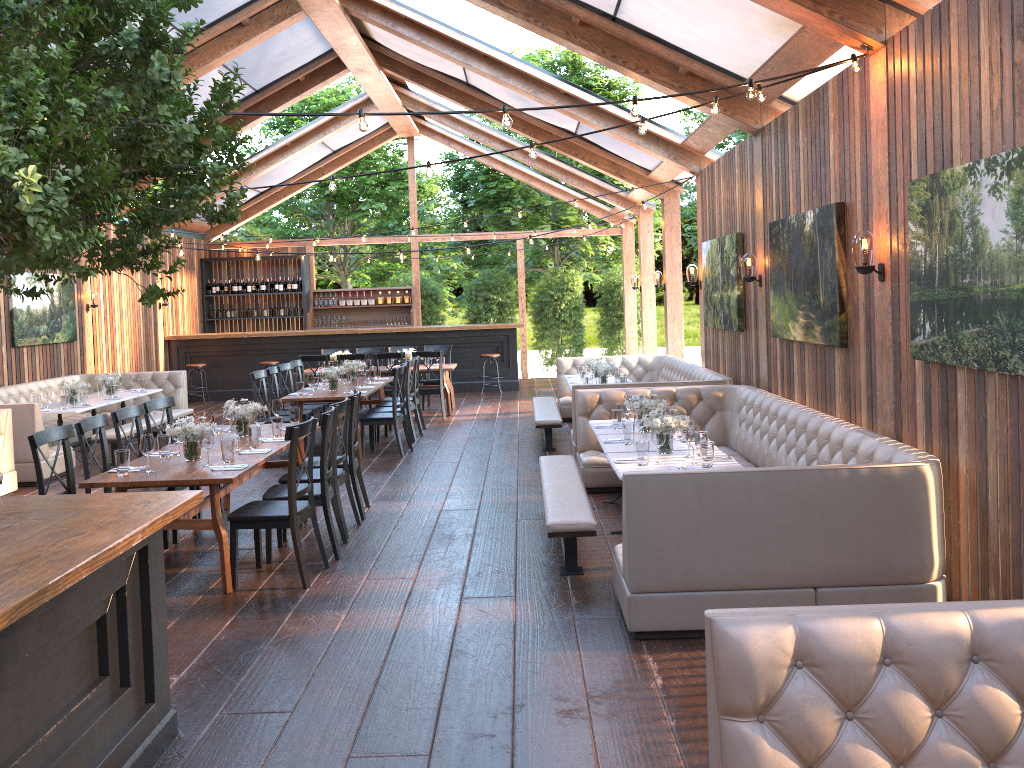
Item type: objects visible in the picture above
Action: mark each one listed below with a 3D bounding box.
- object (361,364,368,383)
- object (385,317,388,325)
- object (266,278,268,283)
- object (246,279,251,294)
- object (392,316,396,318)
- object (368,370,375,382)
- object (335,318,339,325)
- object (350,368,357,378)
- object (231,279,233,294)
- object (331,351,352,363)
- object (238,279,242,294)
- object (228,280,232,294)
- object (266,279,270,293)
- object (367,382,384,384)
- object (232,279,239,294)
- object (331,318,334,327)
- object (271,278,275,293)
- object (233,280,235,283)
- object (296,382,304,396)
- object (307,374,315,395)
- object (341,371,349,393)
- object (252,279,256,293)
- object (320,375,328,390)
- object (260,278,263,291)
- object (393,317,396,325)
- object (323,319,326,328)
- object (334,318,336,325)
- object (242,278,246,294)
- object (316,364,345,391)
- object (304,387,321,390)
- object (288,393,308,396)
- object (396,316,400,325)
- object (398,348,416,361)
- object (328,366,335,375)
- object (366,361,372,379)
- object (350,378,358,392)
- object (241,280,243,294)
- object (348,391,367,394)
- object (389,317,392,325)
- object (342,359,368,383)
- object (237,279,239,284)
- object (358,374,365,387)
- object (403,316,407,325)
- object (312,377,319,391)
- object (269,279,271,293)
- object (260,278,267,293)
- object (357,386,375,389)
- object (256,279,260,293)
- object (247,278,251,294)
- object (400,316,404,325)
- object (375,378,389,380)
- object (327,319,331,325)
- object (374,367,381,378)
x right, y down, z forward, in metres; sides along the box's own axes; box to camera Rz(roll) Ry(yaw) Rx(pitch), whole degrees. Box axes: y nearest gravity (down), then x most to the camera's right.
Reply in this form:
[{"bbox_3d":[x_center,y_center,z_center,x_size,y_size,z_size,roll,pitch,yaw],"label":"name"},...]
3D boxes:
[{"bbox_3d":[-1.912,-0.132,11.462,0.092,0.244,0.092,0,3,43],"label":"object"},{"bbox_3d":[-2.656,-1.335,18.777,0.073,0.180,0.073,-3,3,-25],"label":"object"},{"bbox_3d":[-5.245,-2.109,18.953,0.081,0.323,0.081,-3,2,-21],"label":"object"},{"bbox_3d":[-5.646,-2.085,18.901,0.136,0.315,0.136,-4,3,-37],"label":"object"},{"bbox_3d":[-2.513,-1.349,18.868,0.073,0.180,0.073,-3,3,-25],"label":"object"},{"bbox_3d":[-1.822,-0.099,11.527,0.092,0.158,0.092,-1,3,27],"label":"object"},{"bbox_3d":[-3.721,-1.302,18.803,0.070,0.185,0.070,-2,2,5],"label":"object"},{"bbox_3d":[-1.956,-0.078,10.938,0.092,0.244,0.092,0,3,43],"label":"object"},{"bbox_3d":[-5.995,-2.085,18.924,0.087,0.334,0.087,-3,2,-19],"label":"object"},{"bbox_3d":[-2.689,-0.382,13.971,0.337,0.309,0.329,-5,5,-34],"label":"object"},{"bbox_3d":[-5.775,-2.068,18.807,0.077,0.306,0.077,-1,2,17],"label":"object"},{"bbox_3d":[-5.993,-2.055,18.781,0.075,0.302,0.075,-1,2,17],"label":"object"},{"bbox_3d":[-5.176,-2.085,18.793,0.075,0.302,0.075,-3,2,-16],"label":"object"},{"bbox_3d":[-1.773,-0.016,11.370,0.255,0.019,0.158,-2,6,1],"label":"object"},{"bbox_3d":[-5.888,-2.071,18.844,0.136,0.315,0.136,-4,3,-37],"label":"object"},{"bbox_3d":[-3.817,-1.298,18.790,0.070,0.185,0.070,-2,2,5],"label":"object"},{"bbox_3d":[-5.083,-2.099,18.791,0.081,0.323,0.081,-3,2,-21],"label":"object"},{"bbox_3d":[-5.964,-2.081,19.009,0.077,0.306,0.077,-1,2,17],"label":"object"},{"bbox_3d":[-2.421,0.058,10.128,0.092,0.158,0.092,0,3,37],"label":"object"},{"bbox_3d":[-2.320,0.004,10.209,0.092,0.244,0.092,-4,3,-41],"label":"object"},{"bbox_3d":[-1.950,-0.021,10.333,0.092,0.244,0.092,-4,3,-41],"label":"object"},{"bbox_3d":[-5.490,-2.082,18.821,0.078,0.311,0.078,-2,2,-4],"label":"object"},{"bbox_3d":[-2.293,-0.054,10.798,0.092,0.244,0.092,0,3,43],"label":"object"},{"bbox_3d":[-5.343,-2.109,18.941,0.087,0.334,0.087,-3,2,-19],"label":"object"},{"bbox_3d":[-2.493,-1.341,18.775,0.073,0.180,0.073,-3,3,-25],"label":"object"},{"bbox_3d":[-3.983,-1.293,18.801,0.070,0.185,0.070,-2,2,5],"label":"object"},{"bbox_3d":[-3.756,-1.309,18.887,0.070,0.185,0.070,-2,2,5],"label":"object"},{"bbox_3d":[-5.685,-2.077,18.779,0.081,0.323,0.081,-3,2,-21],"label":"object"},{"bbox_3d":[-2.159,-0.076,10.631,0.329,0.309,0.337,1,5,35],"label":"object"},{"bbox_3d":[-2.440,0.055,10.885,0.255,0.019,0.158,-2,6,1],"label":"object"},{"bbox_3d":[-2.466,0.114,10.290,0.255,0.019,0.158,-2,6,1],"label":"object"},{"bbox_3d":[-2.412,-1.343,18.774,0.073,0.180,0.073,-3,3,-25],"label":"object"},{"bbox_3d":[-1.637,-0.416,13.940,0.336,0.309,0.330,1,5,33],"label":"object"},{"bbox_3d":[-2.305,-0.104,11.312,0.092,0.244,0.092,0,3,43],"label":"object"},{"bbox_3d":[-1.948,-0.188,12.046,0.092,0.244,0.092,0,3,43],"label":"object"},{"bbox_3d":[-1.860,0.011,10.416,0.092,0.158,0.092,-4,4,-43],"label":"object"},{"bbox_3d":[-5.776,-2.077,18.929,0.075,0.302,0.075,-1,2,17],"label":"object"},{"bbox_3d":[-1.810,0.095,10.248,0.255,0.019,0.158,-2,6,1],"label":"object"},{"bbox_3d":[-2.576,-1.337,18.767,0.073,0.180,0.073,-3,3,-25],"label":"object"},{"bbox_3d":[-2.099,-0.180,11.681,0.329,0.309,0.336,-4,4,-32],"label":"object"},{"bbox_3d":[-5.872,-2.089,18.968,0.081,0.323,0.081,-3,2,-21],"label":"object"},{"bbox_3d":[-1.866,-0.045,11.004,0.092,0.158,0.092,-1,3,27],"label":"object"},{"bbox_3d":[-2.261,-1.347,18.761,0.073,0.180,0.073,-3,3,-25],"label":"object"},{"bbox_3d":[-2.381,-0.001,10.718,0.092,0.158,0.092,-1,3,27],"label":"object"},{"bbox_3d":[-5.177,-2.097,18.896,0.077,0.306,0.077,-1,2,17],"label":"object"},{"bbox_3d":[-5.288,-2.089,18.824,0.136,0.315,0.136,-4,3,-37],"label":"object"},{"bbox_3d":[-1.816,0.039,10.846,0.255,0.019,0.158,-2,6,1],"label":"object"},{"bbox_3d":[-5.400,-2.079,18.775,0.077,0.308,0.077,-3,2,-21],"label":"object"},{"bbox_3d":[-5.583,-2.085,18.784,0.087,0.334,0.087,-3,2,-19],"label":"object"},{"bbox_3d":[-2.332,-1.348,18.790,0.073,0.180,0.073,-3,3,-25],"label":"object"},{"bbox_3d":[-1.797,-0.072,11.958,0.255,0.019,0.158,-2,6,1],"label":"object"},{"bbox_3d":[-3.896,-1.298,18.819,0.070,0.185,0.070,-2,2,5],"label":"object"},{"bbox_3d":[-1.836,-0.155,12.107,0.092,0.158,0.092,-1,3,27],"label":"object"}]
